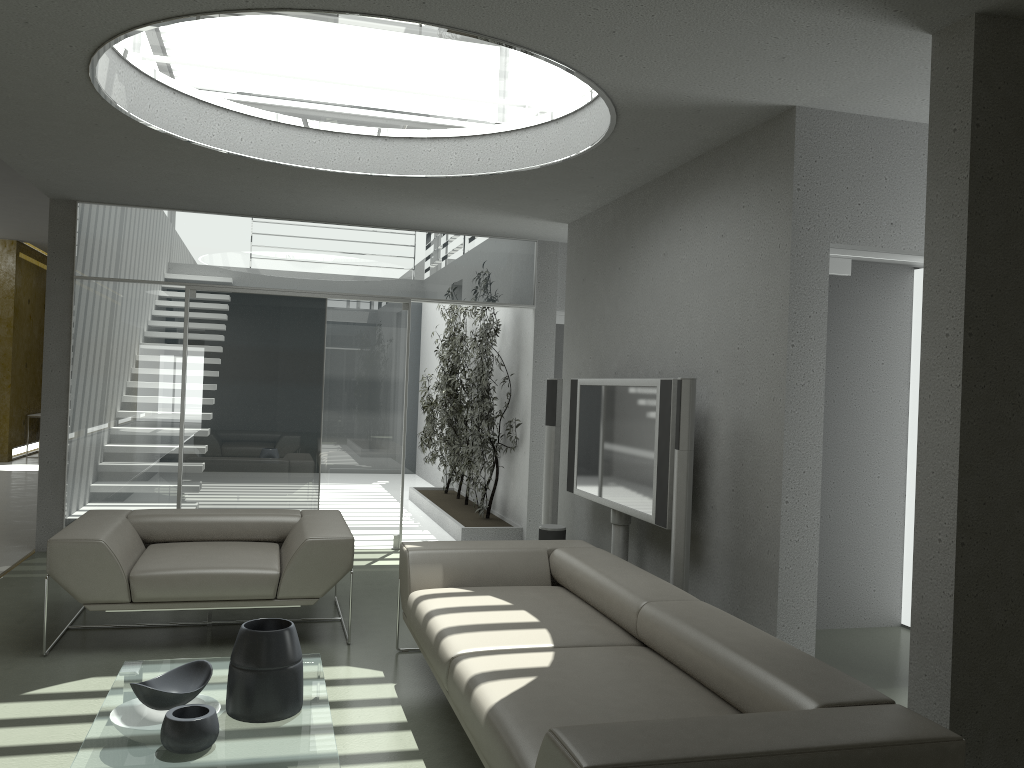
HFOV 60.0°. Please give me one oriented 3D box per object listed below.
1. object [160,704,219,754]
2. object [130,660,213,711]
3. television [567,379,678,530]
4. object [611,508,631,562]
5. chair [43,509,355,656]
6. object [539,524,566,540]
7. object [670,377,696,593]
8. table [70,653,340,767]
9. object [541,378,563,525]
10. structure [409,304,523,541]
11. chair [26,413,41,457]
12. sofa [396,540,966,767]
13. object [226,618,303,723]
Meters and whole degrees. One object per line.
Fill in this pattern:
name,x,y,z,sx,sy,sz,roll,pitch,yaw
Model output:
object,-1.030,1.107,2.839,0.177,0.113,0.177,2,0,-35
object,-1.222,1.095,3.185,0.223,0.125,0.317,2,0,21
television,0.660,0.360,5.340,0.127,0.781,1.603,2,0,-15
object,0.579,1.092,5.323,0.323,0.689,0.882,2,0,-15
chair,-1.680,1.056,4.962,1.481,0.583,1.039,2,0,-15
object,0.263,1.197,6.023,0.175,0.461,0.185,2,0,-21
object,0.813,0.705,4.253,0.310,1.469,0.310,2,0,-38
table,-1.027,1.264,3.047,0.790,0.200,1.500,2,0,-15
object,0.289,0.695,6.430,0.310,1.469,0.310,2,0,12
structure,-0.585,0.115,9.392,0.646,2.589,3.371,2,0,-16
chair,-7.427,0.835,14.486,0.710,0.667,0.800,2,0,-15
sofa,0.253,1.121,3.390,1.037,0.585,2.791,2,0,-15
object,-0.880,1.015,3.174,0.265,0.309,0.265,2,0,-32
